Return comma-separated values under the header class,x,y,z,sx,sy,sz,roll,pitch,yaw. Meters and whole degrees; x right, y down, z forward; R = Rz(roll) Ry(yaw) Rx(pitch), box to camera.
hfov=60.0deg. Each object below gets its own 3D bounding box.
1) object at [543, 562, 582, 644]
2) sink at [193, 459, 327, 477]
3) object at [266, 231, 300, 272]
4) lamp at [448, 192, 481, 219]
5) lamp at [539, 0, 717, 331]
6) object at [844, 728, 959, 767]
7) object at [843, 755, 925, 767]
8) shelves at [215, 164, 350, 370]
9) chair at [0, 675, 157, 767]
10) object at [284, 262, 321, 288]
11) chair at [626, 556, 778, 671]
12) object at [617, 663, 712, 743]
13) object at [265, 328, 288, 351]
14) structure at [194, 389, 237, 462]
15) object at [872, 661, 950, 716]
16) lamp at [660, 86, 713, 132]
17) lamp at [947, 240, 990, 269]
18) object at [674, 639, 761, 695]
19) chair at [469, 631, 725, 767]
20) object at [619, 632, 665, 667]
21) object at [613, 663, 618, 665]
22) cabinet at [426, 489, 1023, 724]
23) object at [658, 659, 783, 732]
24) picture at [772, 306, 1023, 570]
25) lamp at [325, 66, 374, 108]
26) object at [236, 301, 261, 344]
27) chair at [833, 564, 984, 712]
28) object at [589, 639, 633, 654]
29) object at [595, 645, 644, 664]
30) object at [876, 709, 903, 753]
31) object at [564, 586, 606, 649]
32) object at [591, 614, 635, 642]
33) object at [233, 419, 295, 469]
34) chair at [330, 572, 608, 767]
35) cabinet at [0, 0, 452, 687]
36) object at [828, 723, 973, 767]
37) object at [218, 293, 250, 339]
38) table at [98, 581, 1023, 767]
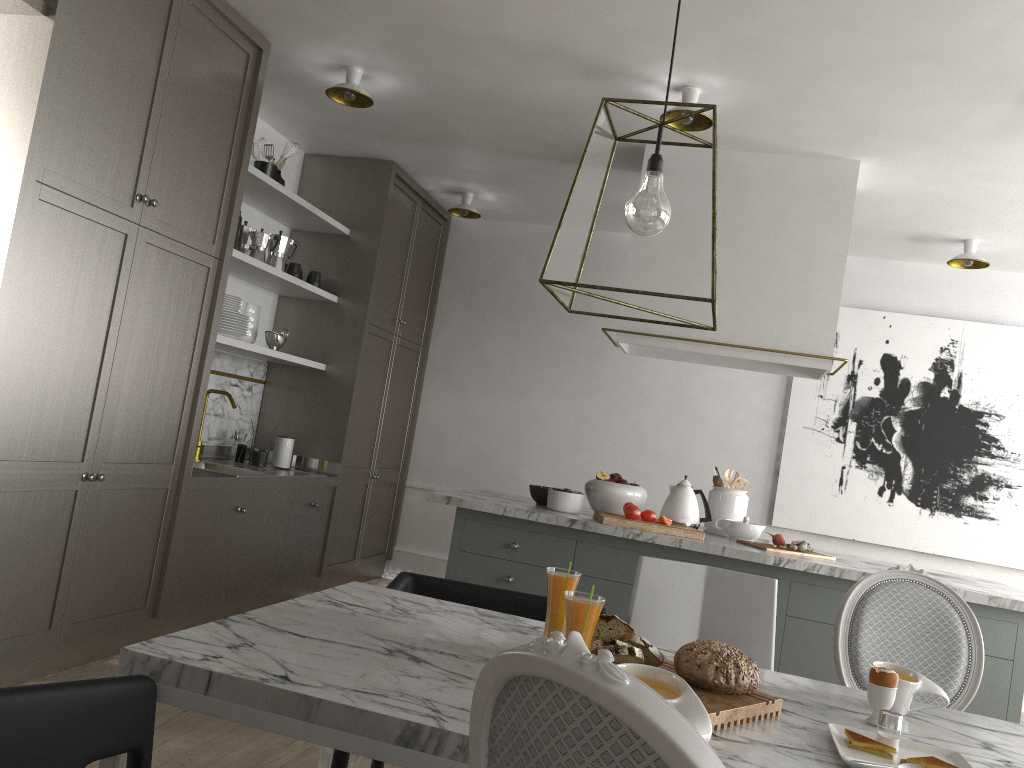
class,x,y,z,sx,sy,sz,roll,pitch,yaw
object,0.091,0.438,1.748,0.071,0.188,0.071,7,-4,35
sink,-1.293,0.481,4.201,0.475,0.174,0.877,8,-4,14
object,-1.126,-0.639,4.309,0.175,0.212,0.111,10,-4,-15
lamp,-0.271,-1.056,5.217,0.197,0.130,0.197,8,-4,19
lamp,0.318,-0.688,1.708,0.584,1.108,0.584,7,-4,29
object,0.615,0.587,1.401,0.197,0.014,0.068,6,-5,42
object,0.561,0.574,1.332,0.132,0.013,0.032,10,-4,-11
shelves,-1.266,-0.547,4.181,0.352,0.775,1.339,8,-4,14
chair,-0.449,0.689,0.959,0.569,0.597,0.609,7,-4,29
object,-1.122,-0.561,4.621,0.173,0.098,0.264,8,-4,23
chair,0.444,0.836,2.145,0.470,0.745,0.439,9,-4,4
object,0.211,0.469,1.247,0.170,0.105,0.110,7,-4,34
object,-1.175,-0.223,4.427,0.102,0.135,0.210,9,-4,6
structure,-1.422,0.193,4.108,0.195,0.347,0.167,8,-4,22
object,0.772,0.602,1.733,0.138,0.085,0.089,9,-4,9
lamp,0.655,-1.028,3.288,0.197,0.130,0.197,12,-5,-41
lamp,2.346,-0.669,4.548,0.197,0.130,0.197,9,-4,-1
object,0.369,0.503,1.592,0.157,0.075,0.151,12,-5,-40
chair,0.168,0.659,0.874,0.505,0.833,0.480,13,-5,-43
object,0.234,0.485,1.602,0.079,0.067,0.074,10,-4,-14
object,0.199,0.501,1.535,0.077,0.017,0.068,10,-4,-8
cabinet,0.829,1.006,3.726,2.360,0.721,0.870,8,-4,14
object,0.259,0.537,1.598,0.360,0.031,0.260,6,-5,44
picture,2.350,0.280,4.983,1.545,1.315,0.039,8,-4,14
lamp,-0.654,-1.221,3.622,0.197,0.130,0.197,12,-5,-41
object,-1.344,-0.299,4.321,0.149,0.216,0.309,9,-4,7
chair,0.934,0.864,2.113,0.480,0.833,0.505,9,-4,12
object,0.177,0.479,1.589,0.083,0.057,0.072,10,-4,-10
object,0.192,0.482,1.564,0.083,0.055,0.073,10,-4,-9
object,0.617,0.567,1.451,0.036,0.060,0.036,12,-4,-35
object,0.111,0.424,1.485,0.071,0.188,0.071,7,-4,35
object,0.177,0.471,1.673,0.086,0.087,0.090,10,-4,-9
object,-1.254,0.302,4.512,0.307,0.229,0.144,12,-4,-33
chair,-0.085,0.826,2.162,0.569,0.597,0.609,9,-4,4
cabinet,-1.670,-0.270,3.220,0.947,2.377,5.433,8,-4,14
object,0.614,0.589,1.391,0.212,0.014,0.212,8,-4,14
object,-1.328,-0.308,3.967,0.300,0.195,0.306,9,-4,10
table,0.320,0.853,1.517,1.781,0.583,0.870,8,-4,14
